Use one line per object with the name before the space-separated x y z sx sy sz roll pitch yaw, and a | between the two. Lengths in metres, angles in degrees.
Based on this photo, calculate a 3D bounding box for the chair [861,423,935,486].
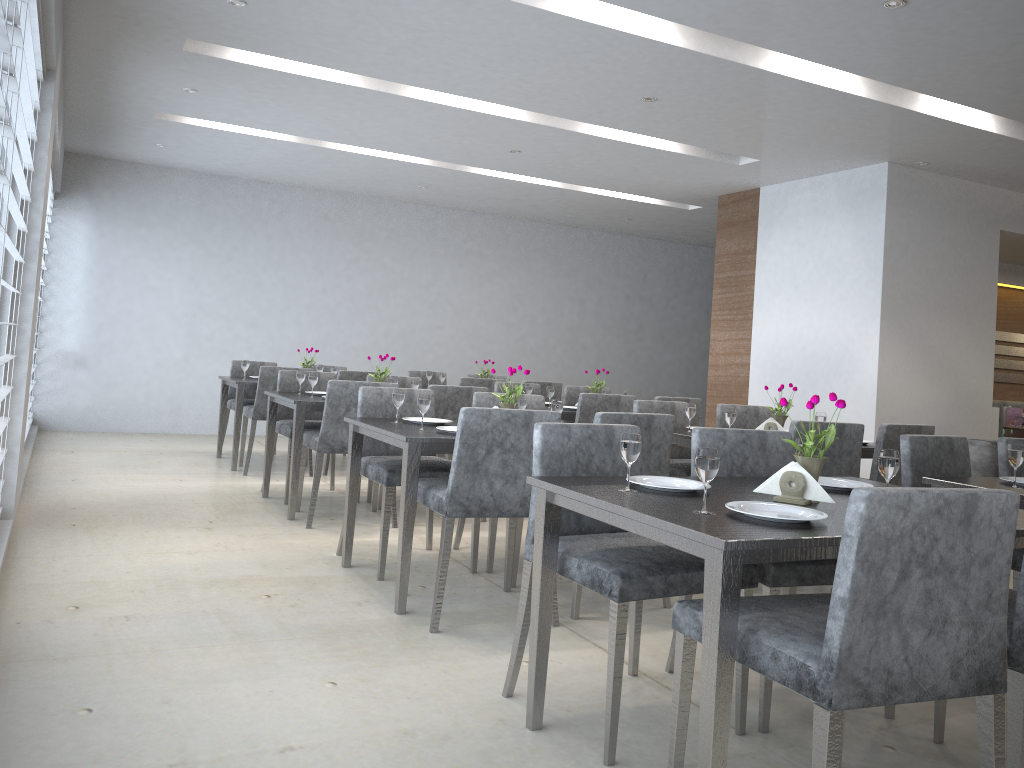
chair | 1.683 0.552 4.252 0.475 0.764 0.492 5 -2 -32

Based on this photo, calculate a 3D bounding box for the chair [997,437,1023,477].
chair | 2.159 0.614 3.333 0.476 0.764 0.492 5 -2 -22

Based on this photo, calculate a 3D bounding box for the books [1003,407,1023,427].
books | 4.216 0.280 7.512 0.143 0.165 0.157 4 -1 -7

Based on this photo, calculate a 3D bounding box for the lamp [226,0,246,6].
lamp | -1.283 -1.777 4.116 0.089 0.007 0.089 5 2 18

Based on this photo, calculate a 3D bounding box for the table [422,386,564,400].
table | -0.268 0.379 7.522 1.186 0.636 0.778 4 0 -27

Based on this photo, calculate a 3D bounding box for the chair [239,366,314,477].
chair | -1.686 0.251 6.397 0.476 0.764 0.492 5 -2 -22

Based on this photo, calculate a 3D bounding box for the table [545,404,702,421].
table | 0.535 0.483 5.934 1.186 0.636 0.778 4 0 -27

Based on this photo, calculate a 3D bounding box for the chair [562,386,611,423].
chair | 0.624 0.413 6.369 0.476 0.764 0.492 5 -2 -22

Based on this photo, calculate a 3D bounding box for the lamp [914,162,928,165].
lamp | 2.876 -1.550 6.214 0.089 0.007 0.089 5 2 18

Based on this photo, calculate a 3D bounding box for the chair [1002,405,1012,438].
chair | 4.662 0.388 8.387 0.425 0.397 0.219 4 -2 -26

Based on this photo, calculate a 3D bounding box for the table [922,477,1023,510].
table | 2.071 0.684 2.897 1.186 0.636 0.778 4 0 -27

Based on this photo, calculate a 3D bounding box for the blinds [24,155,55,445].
blinds | -3.357 -0.596 6.230 0.045 2.048 3.655 5 0 -27

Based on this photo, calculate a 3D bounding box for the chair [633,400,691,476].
chair | 0.907 0.487 4.606 0.475 0.764 0.492 5 -2 -32

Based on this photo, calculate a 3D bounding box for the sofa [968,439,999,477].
sofa | 4.147 0.793 4.259 0.833 0.629 3.803 4 1 -27

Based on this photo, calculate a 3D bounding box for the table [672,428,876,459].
table | 1.307 0.584 4.408 1.186 0.636 0.778 4 0 -27

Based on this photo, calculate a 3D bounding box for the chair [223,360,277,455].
chair | -2.019 0.208 7.039 0.475 0.764 0.492 5 -2 -32

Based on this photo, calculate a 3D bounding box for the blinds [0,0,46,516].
blinds | -0.640 -0.242 0.858 0.045 2.046 7.106 5 1 -27

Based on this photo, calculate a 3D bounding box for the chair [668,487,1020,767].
chair | 0.654 0.556 1.772 0.476 0.764 0.492 5 -2 -22

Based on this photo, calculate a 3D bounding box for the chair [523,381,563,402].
chair | 0.108 0.347 7.367 0.475 0.764 0.492 5 -2 -32

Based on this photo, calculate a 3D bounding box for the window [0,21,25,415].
window | -0.741 -0.221 0.819 0.158 2.076 7.112 5 1 -27

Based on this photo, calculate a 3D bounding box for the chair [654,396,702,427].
chair | 0.911 0.452 5.778 0.475 0.764 0.492 5 -2 -32

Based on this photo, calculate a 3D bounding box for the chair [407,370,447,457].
chair | -0.669 0.282 7.720 0.475 0.764 0.492 5 -2 -32

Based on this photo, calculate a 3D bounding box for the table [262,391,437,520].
table | -0.815 0.409 5.252 1.186 0.636 0.778 4 0 -27

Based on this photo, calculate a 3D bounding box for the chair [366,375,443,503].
chair | -0.727 0.340 5.688 0.476 0.764 0.492 5 -2 -22

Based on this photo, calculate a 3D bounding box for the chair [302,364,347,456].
chair | -1.531 0.235 7.276 0.476 0.764 0.492 5 -2 -22

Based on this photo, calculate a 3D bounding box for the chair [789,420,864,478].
chair | 1.240 0.530 3.964 0.476 0.764 0.492 5 -2 -22

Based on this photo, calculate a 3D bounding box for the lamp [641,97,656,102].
lamp | 0.797 -1.663 5.165 0.089 0.007 0.089 5 2 18

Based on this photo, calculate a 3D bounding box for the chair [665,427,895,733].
chair | 0.809 0.540 2.651 0.476 0.764 0.492 5 -2 -22

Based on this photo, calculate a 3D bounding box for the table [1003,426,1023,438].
table | 4.275 0.689 7.436 0.504 0.656 0.506 5 -1 -27

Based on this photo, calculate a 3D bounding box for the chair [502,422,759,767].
chair | 0.320 0.513 2.414 0.475 0.764 0.492 5 -2 -32

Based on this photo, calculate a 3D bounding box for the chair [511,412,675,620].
chair | 0.332 0.478 3.570 0.475 0.764 0.492 5 -2 -32

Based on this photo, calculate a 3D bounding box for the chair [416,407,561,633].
chair | -0.110 0.456 3.282 0.476 0.764 0.492 5 -2 -22

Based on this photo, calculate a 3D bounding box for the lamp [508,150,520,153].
lamp | 0.016 -1.765 6.709 0.089 0.007 0.089 5 2 18

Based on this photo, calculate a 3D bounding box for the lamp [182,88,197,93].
lamp | -2.064 -1.879 5.659 0.089 0.007 0.089 5 2 18

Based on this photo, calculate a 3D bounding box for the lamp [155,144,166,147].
lamp | -2.938 -1.993 7.389 0.089 0.007 0.089 5 2 18

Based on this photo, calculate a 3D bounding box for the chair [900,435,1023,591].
chair | 1.671 0.587 3.095 0.475 0.764 0.492 5 -2 -32

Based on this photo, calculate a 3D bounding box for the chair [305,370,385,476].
chair | -1.243 0.273 6.685 0.475 0.764 0.492 5 -2 -32

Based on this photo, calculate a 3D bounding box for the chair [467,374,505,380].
chair | -0.180 0.309 7.958 0.476 0.764 0.492 5 -2 -22

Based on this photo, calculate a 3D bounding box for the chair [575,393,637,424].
chair | 0.469 0.429 5.490 0.476 0.764 0.492 5 -2 -22

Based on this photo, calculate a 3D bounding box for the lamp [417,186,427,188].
lamp | -0.859 -1.879 8.438 0.089 0.007 0.089 5 2 18

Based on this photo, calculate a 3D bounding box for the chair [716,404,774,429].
chair | 1.395 0.514 4.843 0.476 0.764 0.492 5 -2 -22

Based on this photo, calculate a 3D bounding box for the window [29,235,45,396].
window | -3.448 -0.574 6.173 0.158 2.077 3.663 5 0 -27

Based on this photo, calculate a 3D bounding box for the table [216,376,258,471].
table | -1.619 0.305 6.841 1.186 0.636 0.778 4 0 -27

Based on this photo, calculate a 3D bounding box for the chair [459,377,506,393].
chair | -0.335 0.325 7.078 0.476 0.764 0.492 5 -2 -22

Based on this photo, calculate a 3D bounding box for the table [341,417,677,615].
table | -0.044 0.510 3.726 1.186 0.636 0.778 4 0 -27

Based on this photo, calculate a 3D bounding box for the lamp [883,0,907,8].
lamp | 1.572 -1.562 3.631 0.089 0.007 0.089 5 2 18

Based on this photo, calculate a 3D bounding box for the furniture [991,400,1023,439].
furniture | 6.518 0.753 7.218 5.633 0.856 4.262 3 2 -27

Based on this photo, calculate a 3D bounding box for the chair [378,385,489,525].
chair | -0.439 0.378 5.096 0.475 0.764 0.492 5 -2 -32

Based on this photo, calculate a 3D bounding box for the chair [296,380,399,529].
chair | -0.882 0.356 4.808 0.476 0.764 0.492 5 -2 -22

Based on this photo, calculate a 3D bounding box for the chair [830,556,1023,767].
chair | 1.096 0.578 2.060 0.475 0.764 0.492 5 -2 -32

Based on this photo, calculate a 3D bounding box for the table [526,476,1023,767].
table | 0.720 0.610 2.216 1.186 0.636 0.778 4 0 -27

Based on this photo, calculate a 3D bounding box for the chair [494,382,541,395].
chair | 0.135 0.386 6.132 0.475 0.764 0.492 5 -2 -32

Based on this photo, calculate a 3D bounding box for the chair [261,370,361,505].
chair | -1.216 0.313 5.450 0.475 0.764 0.492 5 -2 -32

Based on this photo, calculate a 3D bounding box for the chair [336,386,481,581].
chair | -0.444 0.413 3.924 0.475 0.764 0.492 5 -2 -32

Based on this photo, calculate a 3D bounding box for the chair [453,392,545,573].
chair | 0.045 0.440 4.162 0.476 0.764 0.492 5 -2 -22
